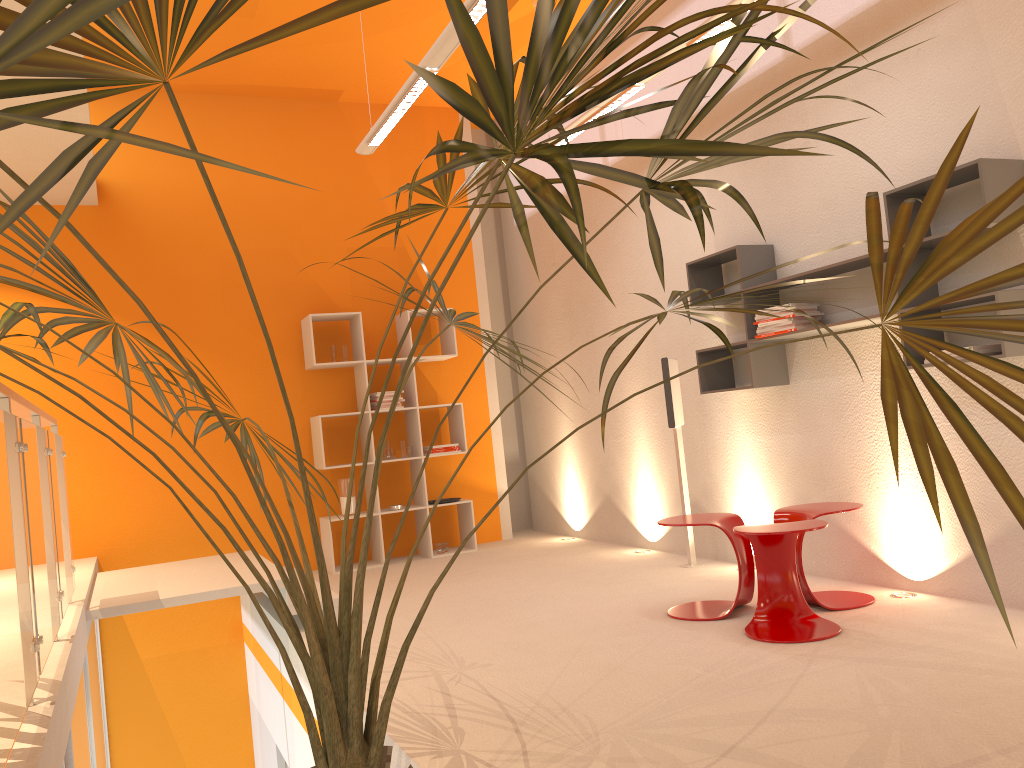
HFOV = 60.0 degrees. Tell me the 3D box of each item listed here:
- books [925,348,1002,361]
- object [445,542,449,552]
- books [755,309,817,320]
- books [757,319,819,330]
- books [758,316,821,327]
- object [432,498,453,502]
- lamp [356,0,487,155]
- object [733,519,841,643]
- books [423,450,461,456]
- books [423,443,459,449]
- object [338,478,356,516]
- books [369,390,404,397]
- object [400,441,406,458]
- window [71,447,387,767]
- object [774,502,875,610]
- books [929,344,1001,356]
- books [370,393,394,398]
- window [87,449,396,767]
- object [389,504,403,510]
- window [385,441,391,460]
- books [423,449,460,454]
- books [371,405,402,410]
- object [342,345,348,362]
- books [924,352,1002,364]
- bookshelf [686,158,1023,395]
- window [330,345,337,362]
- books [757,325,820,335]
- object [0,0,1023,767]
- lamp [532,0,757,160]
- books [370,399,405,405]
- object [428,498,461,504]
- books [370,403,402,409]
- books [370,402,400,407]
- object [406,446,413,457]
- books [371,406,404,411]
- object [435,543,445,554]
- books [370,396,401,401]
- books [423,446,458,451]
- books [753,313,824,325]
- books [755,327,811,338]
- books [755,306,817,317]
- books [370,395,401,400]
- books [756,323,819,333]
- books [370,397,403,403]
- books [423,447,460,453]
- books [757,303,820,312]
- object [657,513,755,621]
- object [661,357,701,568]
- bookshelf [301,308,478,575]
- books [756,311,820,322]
[{"bbox_3d":[1.906,-0.126,3.725,0.190,0.015,0.254,-5,-3,-17],"label":"books"},{"bbox_3d":[2.787,2.048,1.514,0.102,2.685,13.193,-4,-3,-29],"label":"object"},{"bbox_3d":[1.445,-0.366,4.682,0.190,0.015,0.254,-4,-3,-33],"label":"books"},{"bbox_3d":[1.452,-0.311,4.672,0.190,0.015,0.254,-5,-3,-27],"label":"books"},{"bbox_3d":[1.463,-0.328,4.676,0.230,0.017,0.227,-4,-3,-34],"label":"books"},{"bbox_3d":[-0.568,0.962,7.292,0.178,0.020,0.178,-6,-3,-7],"label":"object"},{"bbox_3d":[-0.356,-2.114,4.249,0.120,1.052,3.195,-5,-3,-24],"label":"lamp"},{"bbox_3d":[1.168,0.827,3.791,0.391,0.450,0.420,-6,-3,6],"label":"object"},{"bbox_3d":[-0.590,0.567,7.266,0.296,0.013,0.210,-5,-3,-24],"label":"books"},{"bbox_3d":[-0.589,0.510,7.262,0.227,0.017,0.230,-4,-3,-29],"label":"books"},{"bbox_3d":[-1.295,0.890,6.989,0.129,0.291,0.129,-6,-3,4],"label":"object"},{"bbox_3d":[-1.023,0.077,7.173,0.230,0.017,0.227,-4,-3,-29],"label":"books"},{"bbox_3d":[-0.667,2.580,3.346,0.870,4.604,7.392,-6,-3,7],"label":"object"},{"bbox_3d":[-1.561,2.733,5.069,0.993,4.599,4.234,-6,-3,8],"label":"window"},{"bbox_3d":[1.482,0.815,4.232,0.420,0.450,0.391,-5,-3,-24],"label":"object"},{"bbox_3d":[1.918,-0.143,3.727,0.230,0.017,0.227,-5,-3,-24],"label":"books"},{"bbox_3d":[-1.035,0.094,7.170,0.190,0.015,0.254,-5,-3,-22],"label":"books"},{"bbox_3d":[-1.464,2.801,5.962,2.294,4.526,1.860,-5,-3,-24],"label":"window"},{"bbox_3d":[-0.923,0.984,7.070,0.105,0.035,0.106,-7,-3,20],"label":"object"},{"bbox_3d":[-1.117,1.021,3.748,0.908,1.393,6.719,-6,-3,-4],"label":"window"},{"bbox_3d":[-0.587,0.555,7.268,0.268,0.011,0.190,-5,-3,-22],"label":"books"},{"bbox_3d":[-1.020,0.193,7.166,0.190,0.011,0.268,-5,-3,-22],"label":"books"},{"bbox_3d":[-0.680,2.178,3.552,0.351,5.384,6.779,-6,-3,-4],"label":"object"},{"bbox_3d":[1.908,-0.110,3.733,0.190,0.015,0.254,-5,-3,-23],"label":"books"},{"bbox_3d":[1.913,0.198,3.763,0.322,2.145,3.370,-5,-3,-22],"label":"bookshelf"},{"bbox_3d":[-0.484,2.106,2.572,0.481,5.399,8.922,-5,-3,-12],"label":"window"},{"bbox_3d":[1.459,-0.283,4.670,0.190,0.011,0.268,-5,-3,-27],"label":"books"},{"bbox_3d":[-0.448,0.291,2.136,3.098,2.600,3.241,-5,-3,-16],"label":"object"},{"bbox_3d":[0.763,-2.207,4.748,0.120,1.052,3.195,-5,-3,-24],"label":"lamp"},{"bbox_3d":[-1.016,0.148,7.170,0.230,0.017,0.227,-4,-3,-29],"label":"books"},{"bbox_3d":[-0.563,0.964,7.291,0.294,0.020,0.294,-7,-3,15],"label":"object"},{"bbox_3d":[-1.026,0.181,7.175,0.190,0.015,0.254,-5,-3,-28],"label":"books"},{"bbox_3d":[-1.027,0.165,7.167,0.190,0.015,0.254,-5,-3,-22],"label":"books"},{"bbox_3d":[1.569,1.878,4.038,0.190,3.502,7.694,-4,-3,-35],"label":"object"},{"bbox_3d":[-1.017,0.205,7.161,0.210,0.013,0.296,-5,-3,-24],"label":"books"},{"bbox_3d":[2.244,2.155,2.705,0.129,2.692,10.507,-4,-3,-31],"label":"object"},{"bbox_3d":[-1.027,0.122,7.169,0.190,0.011,0.268,-5,-3,-22],"label":"books"},{"bbox_3d":[-0.590,0.527,7.274,0.254,0.015,0.190,-5,-3,-22],"label":"books"},{"bbox_3d":[1.454,-0.342,4.669,0.210,0.013,0.297,-4,-3,-29],"label":"books"},{"bbox_3d":[1.462,-0.272,4.666,0.210,0.013,0.297,-4,-3,-29],"label":"books"},{"bbox_3d":[1.444,-0.382,4.675,0.190,0.015,0.254,-5,-3,-27],"label":"books"},{"bbox_3d":[-1.033,0.110,7.178,0.190,0.015,0.254,-5,-3,-28],"label":"books"},{"bbox_3d":[1.452,-0.295,4.679,0.190,0.015,0.254,-4,-3,-33],"label":"books"},{"bbox_3d":[-1.025,0.134,7.165,0.210,0.013,0.296,-5,-3,-24],"label":"books"},{"bbox_3d":[-0.580,0.541,7.274,0.254,0.015,0.190,-5,-3,-28],"label":"books"},{"bbox_3d":[1.455,-0.399,4.679,0.230,0.017,0.227,-4,-3,-34],"label":"books"},{"bbox_3d":[0.938,0.874,4.289,0.420,0.450,0.391,-8,-3,36],"label":"object"},{"bbox_3d":[1.050,0.485,5.581,0.116,1.317,0.111,-5,-3,-27],"label":"object"},{"bbox_3d":[0.263,1.578,6.630,3.516,4.600,1.107,-7,-3,24],"label":"bookshelf"},{"bbox_3d":[1.452,-0.354,4.674,0.190,0.011,0.268,-5,-3,-27],"label":"books"}]
